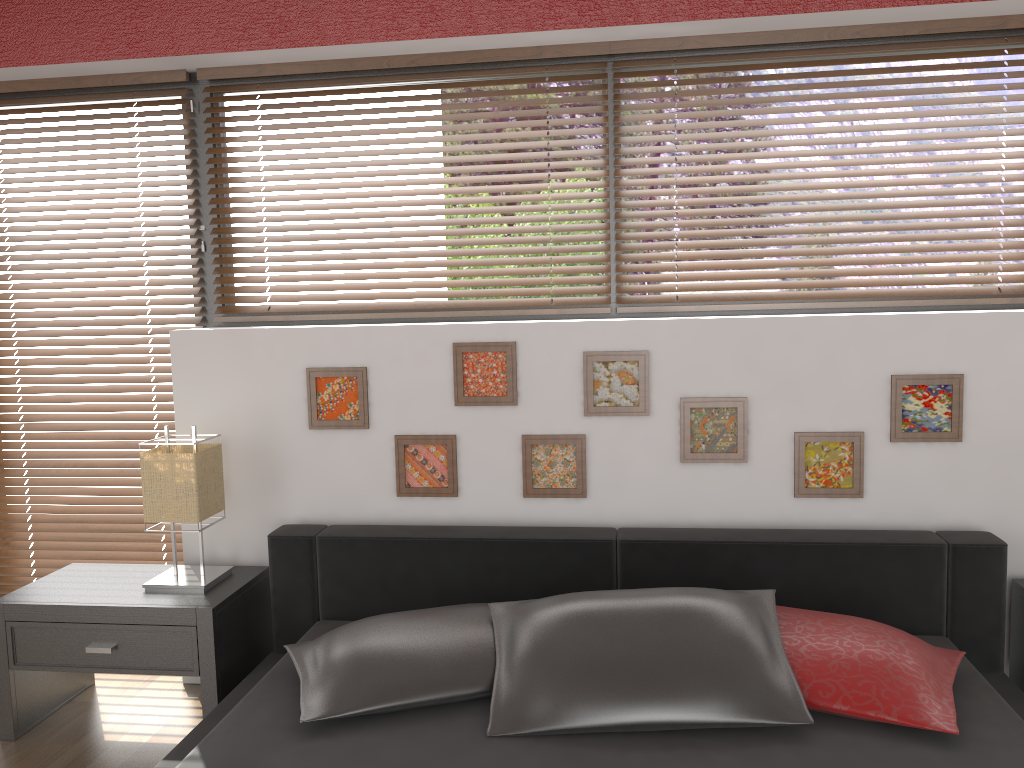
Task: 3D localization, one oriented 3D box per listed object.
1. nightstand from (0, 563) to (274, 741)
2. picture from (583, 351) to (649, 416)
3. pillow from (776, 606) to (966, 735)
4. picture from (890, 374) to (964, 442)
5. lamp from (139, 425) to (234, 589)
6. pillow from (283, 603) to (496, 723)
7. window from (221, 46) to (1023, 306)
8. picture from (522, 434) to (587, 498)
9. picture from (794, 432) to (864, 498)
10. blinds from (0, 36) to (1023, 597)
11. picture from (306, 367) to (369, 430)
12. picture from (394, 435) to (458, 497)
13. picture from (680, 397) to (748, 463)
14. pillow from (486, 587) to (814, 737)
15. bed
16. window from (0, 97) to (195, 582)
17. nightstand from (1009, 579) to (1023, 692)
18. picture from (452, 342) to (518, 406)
[{"bbox_3d":[-1.164,0.832,2.772,0.700,0.423,0.413,-1,6,8],"label":"nightstand"},{"bbox_3d":[0.321,-0.001,2.731,0.200,0.200,0.010,-1,6,8],"label":"picture"},{"bbox_3d":[0.714,0.671,2.210,0.745,0.172,0.418,1,6,27],"label":"pillow"},{"bbox_3d":[1.222,0.072,2.613,0.200,0.200,0.010,-1,6,8],"label":"picture"},{"bbox_3d":[-1.012,0.367,2.745,0.200,0.480,0.200,-1,6,8],"label":"lamp"},{"bbox_3d":[-0.196,0.688,2.283,0.745,0.172,0.418,-3,6,-17],"label":"pillow"},{"bbox_3d":[0.346,-0.674,3.019,2.817,0.786,0.020,-1,6,8],"label":"window"},{"bbox_3d":[0.132,0.258,2.783,0.200,0.200,0.010,-1,6,8],"label":"picture"},{"bbox_3d":[0.953,0.244,2.668,0.200,0.200,0.010,-1,6,8],"label":"picture"},{"bbox_3d":[0.348,-0.092,3.008,4.840,1.952,0.032,-1,6,8],"label":"blinds"},{"bbox_3d":[-0.562,0.046,2.858,0.200,0.200,0.010,-1,6,8],"label":"picture"},{"bbox_3d":[-0.274,0.262,2.840,0.200,0.200,0.010,-1,6,8],"label":"picture"},{"bbox_3d":[0.615,0.141,2.704,0.200,0.200,0.010,-1,6,8],"label":"picture"},{"bbox_3d":[0.298,0.638,2.122,0.744,0.241,0.386,-1,6,3],"label":"pillow"},{"bbox_3d":[0.030,0.838,1.592,2.469,0.577,2.413,-1,6,8],"label":"bed"},{"bbox_3d":[-1.573,-0.110,3.342,0.889,1.893,0.020,-1,6,8],"label":"window"},{"bbox_3d":[1.784,0.795,2.359,0.700,0.423,0.413,-1,6,8],"label":"nightstand"},{"bbox_3d":[-0.085,-0.031,2.784,0.200,0.200,0.010,-1,6,8],"label":"picture"}]
